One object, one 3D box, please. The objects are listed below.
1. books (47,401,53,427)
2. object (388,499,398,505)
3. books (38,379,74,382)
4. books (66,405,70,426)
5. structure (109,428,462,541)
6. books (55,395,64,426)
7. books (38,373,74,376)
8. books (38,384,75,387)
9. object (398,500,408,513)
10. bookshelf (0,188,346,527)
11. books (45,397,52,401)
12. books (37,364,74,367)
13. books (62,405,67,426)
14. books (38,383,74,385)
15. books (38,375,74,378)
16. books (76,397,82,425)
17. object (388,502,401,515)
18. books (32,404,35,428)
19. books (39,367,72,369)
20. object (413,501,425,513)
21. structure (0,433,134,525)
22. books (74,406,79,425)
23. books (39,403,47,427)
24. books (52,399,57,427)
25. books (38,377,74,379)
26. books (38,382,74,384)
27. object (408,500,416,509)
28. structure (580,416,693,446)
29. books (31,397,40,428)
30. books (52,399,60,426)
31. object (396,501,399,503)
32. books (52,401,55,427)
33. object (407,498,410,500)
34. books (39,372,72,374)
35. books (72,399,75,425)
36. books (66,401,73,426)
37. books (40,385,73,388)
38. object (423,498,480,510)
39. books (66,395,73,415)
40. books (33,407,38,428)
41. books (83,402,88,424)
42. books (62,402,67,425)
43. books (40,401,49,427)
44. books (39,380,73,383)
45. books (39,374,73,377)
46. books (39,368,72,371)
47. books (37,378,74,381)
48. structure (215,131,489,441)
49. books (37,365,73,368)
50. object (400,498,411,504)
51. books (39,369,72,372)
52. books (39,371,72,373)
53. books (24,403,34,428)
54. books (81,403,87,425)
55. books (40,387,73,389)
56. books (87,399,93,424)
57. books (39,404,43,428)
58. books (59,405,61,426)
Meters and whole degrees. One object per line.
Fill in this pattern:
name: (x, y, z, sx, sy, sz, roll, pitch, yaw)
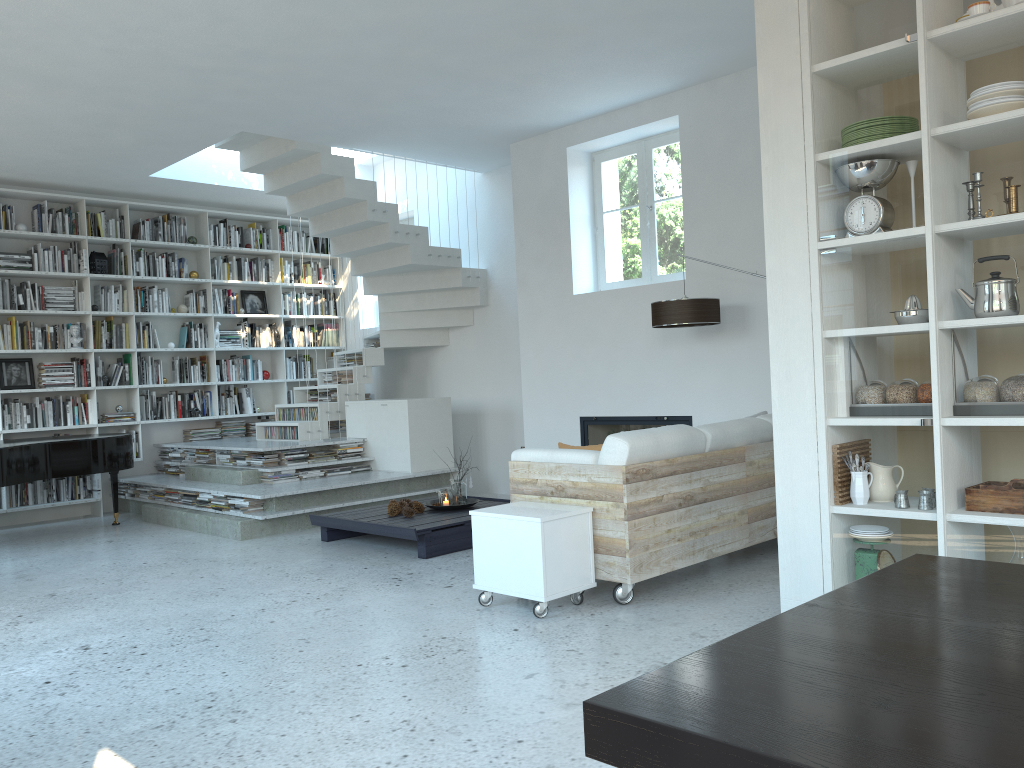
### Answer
books: (-4.469, 0.290, 8.540, 0.026, 0.245, 0.191, -4, 1, -45)
object: (-0.881, 0.904, 6.592, 0.090, 0.106, 0.097, -3, 1, -23)
books: (-4.432, -0.034, 8.613, 0.285, 0.012, 0.159, -3, 0, -45)
books: (-4.356, 0.305, 8.653, 0.023, 0.204, 0.167, -4, 1, -45)
structure: (-2.095, 0.884, 8.887, 2.898, 0.659, 3.113, -3, 0, -45)
books: (-4.400, 0.261, 8.615, 0.012, 0.296, 0.178, -4, 1, -45)
books: (-4.426, -0.094, 8.604, 0.285, 0.012, 0.159, -3, 0, -40)
books: (-4.422, 0.013, 8.605, 0.159, 0.012, 0.285, -3, 0, 40)
object: (-0.812, 0.909, 6.556, 0.094, 0.108, 0.108, -3, 1, 13)
bookshelf: (-4.339, -0.237, 8.616, 6.294, 3.143, 0.330, -3, 1, -45)
books: (-4.473, 0.270, 8.571, 0.014, 0.286, 0.134, -4, 1, -45)
books: (-4.431, -0.179, 8.602, 0.159, 0.012, 0.285, -3, 0, 40)
books: (-4.383, 0.305, 8.627, 0.024, 0.207, 0.183, -4, 1, -45)
books: (-4.429, 0.002, 8.612, 0.159, 0.012, 0.285, -3, 0, 44)
books: (-4.425, -0.070, 8.604, 0.285, 0.012, 0.159, -3, 0, -40)
books: (-4.284, 0.267, 8.734, 0.026, 0.272, 0.175, -4, 1, -45)
object: (-0.868, 0.918, 6.510, 0.114, 0.101, 0.110, -2, 1, 28)
books: (-4.581, 0.304, 8.443, 0.013, 0.230, 0.139, -4, 1, -45)
books: (-4.432, -0.155, 8.604, 0.161, 0.012, 0.254, -3, 0, 41)
object: (-0.687, 0.911, 6.534, 0.083, 0.100, 0.092, -3, 1, -40)
structure: (-4.056, 0.894, 7.374, 1.917, 0.833, 1.335, -3, 1, -45)
books: (-4.299, 0.312, 8.702, 0.023, 0.183, 0.169, -4, 1, -45)
books: (-4.515, 0.297, 8.511, 0.031, 0.237, 0.159, -4, 1, -45)
books: (-4.444, 0.281, 8.575, 0.010, 0.261, 0.181, -4, 1, -45)
books: (-4.430, -0.058, 8.609, 0.285, 0.012, 0.159, -3, 0, -43)
books: (-4.423, -0.010, 8.605, 0.285, 0.012, 0.159, -3, 0, -40)
object: (-0.750, 0.914, 6.624, 0.106, 0.086, 0.091, -3, 1, -31)
structure: (1.231, 0.532, 7.269, 1.211, 0.584, 0.734, -2, 1, 42)
books: (-4.552, 0.272, 8.473, 0.026, 0.292, 0.152, -4, 1, -45)
books: (-4.425, 0.279, 8.584, 0.028, 0.264, 0.161, -4, 1, -45)
object: (-0.878, 0.926, 6.747, 0.078, 0.084, 0.098, -3, 1, -44)
books: (-4.458, 0.287, 8.575, 0.011, 0.251, 0.158, -4, 1, -45)
object: (-0.784, 0.914, 6.736, 0.078, 0.101, 0.086, -3, 1, 19)
books: (-4.430, -0.106, 8.607, 0.254, 0.012, 0.161, -3, 0, -42)
books: (-4.331, 0.278, 8.706, 0.014, 0.256, 0.145, -4, 1, -45)
books: (-4.340, 0.289, 8.669, 0.023, 0.234, 0.175, -4, 1, -45)
books: (-4.426, 0.026, 8.610, 0.254, 0.012, 0.161, -3, 0, -43)
object: (-0.456, 0.907, 6.687, 0.429, 0.038, 0.429, -3, 0, -4)
books: (-4.336, 0.259, 8.690, 0.014, 0.294, 0.137, -4, 1, -45)
books: (-4.558, 0.320, 8.447, 0.023, 0.196, 0.165, -4, 1, -45)
books: (-4.233, 0.292, 8.771, 0.011, 0.216, 0.166, -4, 1, -45)
books: (-4.378, 0.291, 8.648, 0.014, 0.235, 0.154, -4, 1, -45)
books: (-4.506, 0.288, 8.541, 0.025, 0.254, 0.136, -4, 1, -45)
books: (-4.424, -0.023, 8.605, 0.161, 0.012, 0.254, -3, 0, 40)
books: (-4.426, -0.082, 8.604, 0.161, 0.012, 0.254, -3, 0, 40)
books: (-4.432, -0.142, 8.606, 0.161, 0.012, 0.254, -3, 0, 42)
books: (-4.431, -0.046, 8.611, 0.285, 0.012, 0.159, -3, 0, -44)
structure: (-1.813, -0.826, 8.682, 2.612, 3.383, 1.954, -4, 1, -45)
books: (-4.435, -0.167, 8.607, 0.285, 0.012, 0.159, -3, 0, -43)
object: (-0.797, 0.907, 6.674, 0.099, 0.102, 0.097, -3, 1, 16)
books: (-4.430, -0.130, 8.605, 0.161, 0.012, 0.254, -3, 0, 41)
books: (-4.431, -0.118, 8.606, 0.161, 0.012, 0.254, -3, 0, 42)
books: (-4.589, 0.301, 8.421, 0.029, 0.238, 0.166, -4, 1, -45)
books: (-4.251, 0.295, 8.751, 0.042, 0.212, 0.169, -4, 1, -45)
books: (-4.422, 0.038, 8.608, 0.161, 0.012, 0.254, -3, 0, 41)
books: (-4.207, 0.276, 8.790, 0.033, 0.246, 0.176, -4, 1, -45)
books: (-4.539, 0.307, 8.498, 0.025, 0.220, 0.140, -4, 1, -45)
books: (-4.417, 0.309, 8.612, 0.021, 0.203, 0.128, -4, 1, -45)
